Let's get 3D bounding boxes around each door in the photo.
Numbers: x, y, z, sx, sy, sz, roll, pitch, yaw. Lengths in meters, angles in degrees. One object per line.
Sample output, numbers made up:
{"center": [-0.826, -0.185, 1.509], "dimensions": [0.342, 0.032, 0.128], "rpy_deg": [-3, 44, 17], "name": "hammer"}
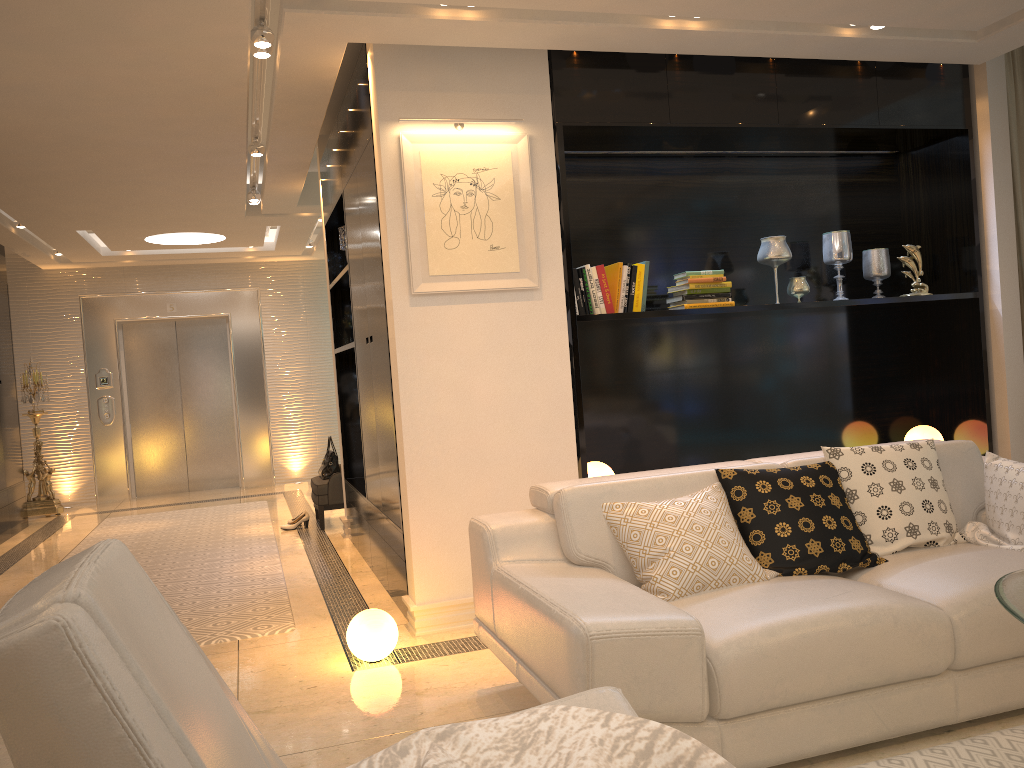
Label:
{"center": [-2.919, -5.617, 0.621], "dimensions": [83.408, 24.296, 83.408], "rpy_deg": [-4, 1, 5], "name": "door"}

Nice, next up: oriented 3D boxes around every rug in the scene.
{"center": [1.644, 1.033, 1.179], "dimensions": [1.661, 0.020, 2.900], "rpy_deg": [-5, 1, -17], "name": "rug"}
{"center": [-2.486, 1.238, 6.408], "dimensions": [1.526, 0.015, 5.025], "rpy_deg": [-5, 1, -17], "name": "rug"}

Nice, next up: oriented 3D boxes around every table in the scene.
{"center": [1.624, 0.738, 1.200], "dimensions": [0.999, 0.565, 2.140], "rpy_deg": [-5, 1, -18], "name": "table"}

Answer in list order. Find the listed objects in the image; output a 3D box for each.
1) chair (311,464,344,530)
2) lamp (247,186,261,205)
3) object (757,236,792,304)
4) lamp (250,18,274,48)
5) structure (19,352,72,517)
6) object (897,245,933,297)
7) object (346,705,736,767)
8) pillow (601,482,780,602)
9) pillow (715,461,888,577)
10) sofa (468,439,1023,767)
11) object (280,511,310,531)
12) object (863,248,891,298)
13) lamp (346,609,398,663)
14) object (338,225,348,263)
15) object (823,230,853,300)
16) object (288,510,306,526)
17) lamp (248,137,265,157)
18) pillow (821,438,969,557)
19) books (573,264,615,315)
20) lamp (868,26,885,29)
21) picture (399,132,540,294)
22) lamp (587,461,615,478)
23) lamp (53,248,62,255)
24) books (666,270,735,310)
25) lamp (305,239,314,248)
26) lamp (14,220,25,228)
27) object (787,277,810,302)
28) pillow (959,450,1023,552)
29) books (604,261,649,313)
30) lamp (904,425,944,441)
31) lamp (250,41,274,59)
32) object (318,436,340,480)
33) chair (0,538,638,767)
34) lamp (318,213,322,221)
{"center": [-1.332, 0.688, 7.403], "dimensions": [0.702, 0.898, 0.625], "rpy_deg": [-5, 1, -16], "name": "chair"}
{"center": [-2.100, -1.533, 7.206], "dimensions": [0.107, 0.127, 0.235], "rpy_deg": [-5, 1, -17], "name": "lamp"}
{"center": [1.457, -0.618, 4.904], "dimensions": [0.181, 0.381, 0.181], "rpy_deg": [-5, 1, -23], "name": "object"}
{"center": [-1.099, -1.543, 3.892], "dimensions": [0.107, 0.127, 0.107], "rpy_deg": [-5, 1, -36], "name": "lamp"}
{"center": [-4.837, 0.514, 9.330], "dimensions": [0.382, 1.715, 0.811], "rpy_deg": [-4, 1, 7], "name": "structure"}
{"center": [2.260, -0.636, 4.990], "dimensions": [0.182, 0.293, 0.116], "rpy_deg": [-5, 1, -20], "name": "object"}
{"center": [0.047, 0.862, 0.994], "dimensions": [0.972, 0.580, 1.347], "rpy_deg": [-4, 1, 20], "name": "object"}
{"center": [0.593, 0.532, 2.977], "dimensions": [0.521, 0.329, 0.351], "rpy_deg": [-5, 1, -17], "name": "pillow"}
{"center": [1.024, 0.462, 3.119], "dimensions": [0.524, 0.355, 0.323], "rpy_deg": [-5, 1, -16], "name": "pillow"}
{"center": [1.111, 0.662, 3.096], "dimensions": [2.328, 0.754, 1.145], "rpy_deg": [-5, 1, -17], "name": "sofa"}
{"center": [-1.755, 1.110, 7.173], "dimensions": [0.235, 0.135, 0.084], "rpy_deg": [-5, 1, -15], "name": "object"}
{"center": [2.147, -0.630, 5.213], "dimensions": [0.147, 0.317, 0.147], "rpy_deg": [-5, 1, -15], "name": "object"}
{"center": [-0.583, 1.048, 3.702], "dimensions": [0.213, 0.214, 0.212], "rpy_deg": [-4, 1, 23], "name": "lamp"}
{"center": [-1.077, -0.908, 5.943], "dimensions": [0.155, 0.347, 0.155], "rpy_deg": [-5, 1, -37], "name": "object"}
{"center": [1.895, -0.665, 5.143], "dimensions": [0.156, 0.426, 0.156], "rpy_deg": [-4, 1, -12], "name": "object"}
{"center": [-1.774, 1.107, 7.366], "dimensions": [0.235, 0.135, 0.084], "rpy_deg": [-4, 1, 31], "name": "object"}
{"center": [-1.655, -1.537, 5.740], "dimensions": [0.107, 0.127, 0.107], "rpy_deg": [-5, 1, -36], "name": "lamp"}
{"center": [1.447, 0.413, 3.293], "dimensions": [0.526, 0.399, 0.255], "rpy_deg": [-5, 1, -17], "name": "pillow"}
{"center": [0.358, -0.472, 4.481], "dimensions": [0.240, 0.270, 0.208], "rpy_deg": [-5, 1, -17], "name": "books"}
{"center": [1.731, -1.747, 4.195], "dimensions": [0.107, 0.127, 0.107], "rpy_deg": [-5, 1, -36], "name": "lamp"}
{"center": [-0.189, -0.790, 4.077], "dimensions": [0.610, 0.729, 0.027], "rpy_deg": [-5, 1, -17], "name": "picture"}
{"center": [0.433, 0.509, 4.604], "dimensions": [0.213, 0.214, 0.212], "rpy_deg": [-4, 1, 23], "name": "lamp"}
{"center": [-4.635, -1.380, 9.064], "dimensions": [0.107, 0.127, 0.107], "rpy_deg": [-5, 1, -36], "name": "lamp"}
{"center": [0.997, -0.490, 4.705], "dimensions": [0.296, 0.197, 0.260], "rpy_deg": [-5, 1, -14], "name": "books"}
{"center": [-2.244, -1.572, 9.793], "dimensions": [0.107, 0.127, 0.107], "rpy_deg": [-5, 1, -36], "name": "lamp"}
{"center": [-4.161, -1.385, 7.514], "dimensions": [0.107, 0.127, 0.107], "rpy_deg": [-4, 1, 2], "name": "lamp"}
{"center": [1.594, -0.515, 4.934], "dimensions": [0.119, 0.154, 0.119], "rpy_deg": [-4, 1, -7], "name": "object"}
{"center": [1.799, 0.417, 3.134], "dimensions": [0.281, 0.325, 0.521], "rpy_deg": [-4, 1, -7], "name": "pillow"}
{"center": [0.578, -0.485, 4.552], "dimensions": [0.210, 0.261, 0.212], "rpy_deg": [-5, 1, -17], "name": "books"}
{"center": [2.419, 0.349, 5.210], "dimensions": [0.212, 0.214, 0.213], "rpy_deg": [-4, 1, 34], "name": "lamp"}
{"center": [-1.136, -1.542, 4.016], "dimensions": [0.107, 0.127, 0.107], "rpy_deg": [-5, 1, -36], "name": "lamp"}
{"center": [-1.521, 0.605, 7.359], "dimensions": [0.168, 0.345, 0.366], "rpy_deg": [-5, 1, -18], "name": "object"}
{"center": [-0.079, 0.669, 1.172], "dimensions": [0.983, 0.991, 1.027], "rpy_deg": [-5, 1, -18], "name": "chair"}
{"center": [-1.771, -1.577, 8.243], "dimensions": [0.107, 0.127, 0.107], "rpy_deg": [-5, 1, -36], "name": "lamp"}
